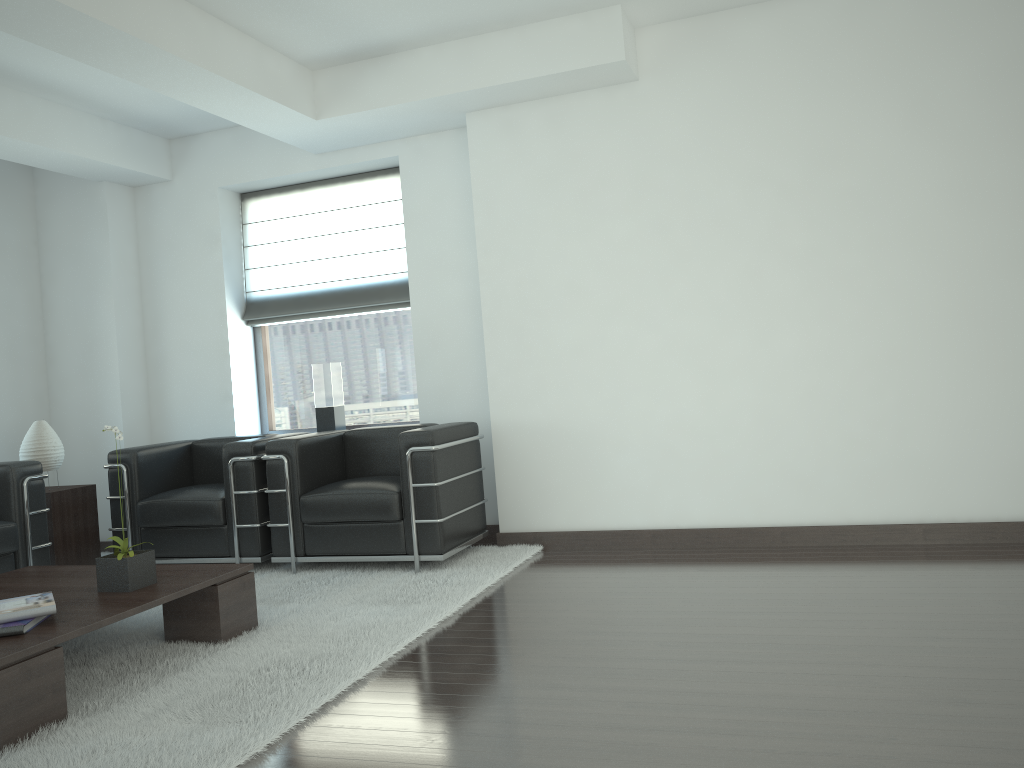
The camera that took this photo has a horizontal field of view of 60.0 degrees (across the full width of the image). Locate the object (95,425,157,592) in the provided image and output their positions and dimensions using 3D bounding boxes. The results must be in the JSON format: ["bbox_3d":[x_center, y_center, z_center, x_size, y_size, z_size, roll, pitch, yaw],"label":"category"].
[{"bbox_3d":[-2.389,0.741,5.380,0.335,0.993,0.252,-5,-1,19],"label":"object"}]

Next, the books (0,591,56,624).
[{"bbox_3d":[-2.702,1.202,4.666,0.519,0.045,0.445,-5,1,-30],"label":"books"}]

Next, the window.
[{"bbox_3d":[-1.835,-0.817,9.494,2.130,2.734,0.146,-5,-1,19],"label":"window"}]

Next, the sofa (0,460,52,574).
[{"bbox_3d":[-4.904,1.298,5.992,1.122,1.171,3.478,-5,0,19],"label":"sofa"}]

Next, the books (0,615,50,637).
[{"bbox_3d":[-2.723,1.250,4.578,0.518,0.045,0.445,-5,0,-10],"label":"books"}]

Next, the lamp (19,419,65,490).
[{"bbox_3d":[-4.366,0.659,8.235,0.375,0.655,0.374,-4,-1,-42],"label":"lamp"}]

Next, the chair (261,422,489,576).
[{"bbox_3d":[-1.156,0.975,7.679,1.644,1.171,1.124,-5,0,19],"label":"chair"}]

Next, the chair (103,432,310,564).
[{"bbox_3d":[-2.741,1.101,8.233,1.644,1.171,1.124,-5,0,19],"label":"chair"}]

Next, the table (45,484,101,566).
[{"bbox_3d":[-4.356,1.406,8.252,0.785,0.845,0.526,-5,-1,19],"label":"table"}]

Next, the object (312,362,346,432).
[{"bbox_3d":[-1.894,0.172,9.190,0.243,0.777,0.239,-5,-1,19],"label":"object"}]

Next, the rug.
[{"bbox_3d":[-3.165,1.711,5.681,5.164,0.110,6.255,-5,1,19],"label":"rug"}]

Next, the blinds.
[{"bbox_3d":[-1.939,-1.437,9.349,2.121,1.477,0.222,-5,-1,19],"label":"blinds"}]

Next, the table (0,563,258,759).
[{"bbox_3d":[-2.898,1.503,5.213,1.919,0.441,1.937,-5,0,19],"label":"table"}]
